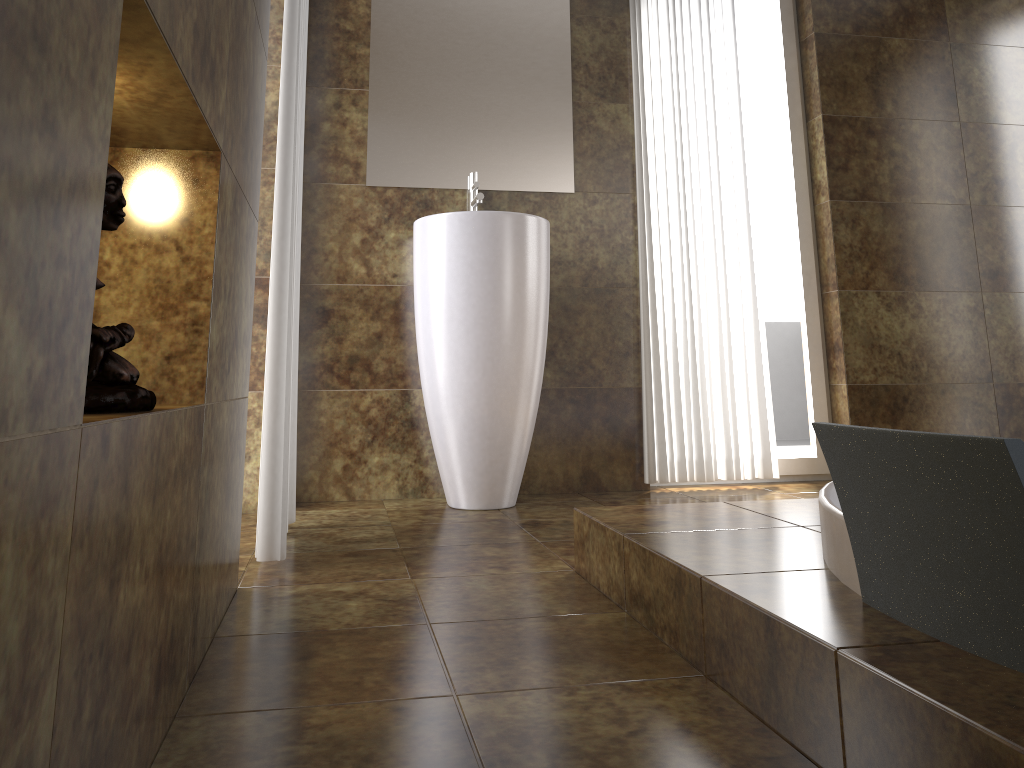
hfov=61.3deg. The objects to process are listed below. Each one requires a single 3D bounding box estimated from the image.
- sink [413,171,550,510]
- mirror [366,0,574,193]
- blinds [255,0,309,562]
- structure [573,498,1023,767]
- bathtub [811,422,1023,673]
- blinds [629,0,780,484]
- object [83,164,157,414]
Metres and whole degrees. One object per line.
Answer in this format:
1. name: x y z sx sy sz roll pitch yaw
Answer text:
1. sink: -0.097 -0.191 2.833 0.458 1.173 0.420 1 -11 -8
2. mirror: -0.149 -1.261 3.277 0.767 1.127 0.008 1 -12 -11
3. blinds: -0.573 -0.774 2.313 0.068 2.349 0.577 2 -12 -12
4. structure: 1.304 0.316 1.030 2.003 0.128 1.956 -1 0 -11
5. bathtub: 1.302 0.308 1.030 1.743 0.539 1.712 -1 -1 20
6. blinds: 0.706 -0.796 3.309 0.518 2.337 0.065 2 -12 -11
7. object: -0.441 -0.110 0.896 0.152 0.283 0.146 1 -10 -11
